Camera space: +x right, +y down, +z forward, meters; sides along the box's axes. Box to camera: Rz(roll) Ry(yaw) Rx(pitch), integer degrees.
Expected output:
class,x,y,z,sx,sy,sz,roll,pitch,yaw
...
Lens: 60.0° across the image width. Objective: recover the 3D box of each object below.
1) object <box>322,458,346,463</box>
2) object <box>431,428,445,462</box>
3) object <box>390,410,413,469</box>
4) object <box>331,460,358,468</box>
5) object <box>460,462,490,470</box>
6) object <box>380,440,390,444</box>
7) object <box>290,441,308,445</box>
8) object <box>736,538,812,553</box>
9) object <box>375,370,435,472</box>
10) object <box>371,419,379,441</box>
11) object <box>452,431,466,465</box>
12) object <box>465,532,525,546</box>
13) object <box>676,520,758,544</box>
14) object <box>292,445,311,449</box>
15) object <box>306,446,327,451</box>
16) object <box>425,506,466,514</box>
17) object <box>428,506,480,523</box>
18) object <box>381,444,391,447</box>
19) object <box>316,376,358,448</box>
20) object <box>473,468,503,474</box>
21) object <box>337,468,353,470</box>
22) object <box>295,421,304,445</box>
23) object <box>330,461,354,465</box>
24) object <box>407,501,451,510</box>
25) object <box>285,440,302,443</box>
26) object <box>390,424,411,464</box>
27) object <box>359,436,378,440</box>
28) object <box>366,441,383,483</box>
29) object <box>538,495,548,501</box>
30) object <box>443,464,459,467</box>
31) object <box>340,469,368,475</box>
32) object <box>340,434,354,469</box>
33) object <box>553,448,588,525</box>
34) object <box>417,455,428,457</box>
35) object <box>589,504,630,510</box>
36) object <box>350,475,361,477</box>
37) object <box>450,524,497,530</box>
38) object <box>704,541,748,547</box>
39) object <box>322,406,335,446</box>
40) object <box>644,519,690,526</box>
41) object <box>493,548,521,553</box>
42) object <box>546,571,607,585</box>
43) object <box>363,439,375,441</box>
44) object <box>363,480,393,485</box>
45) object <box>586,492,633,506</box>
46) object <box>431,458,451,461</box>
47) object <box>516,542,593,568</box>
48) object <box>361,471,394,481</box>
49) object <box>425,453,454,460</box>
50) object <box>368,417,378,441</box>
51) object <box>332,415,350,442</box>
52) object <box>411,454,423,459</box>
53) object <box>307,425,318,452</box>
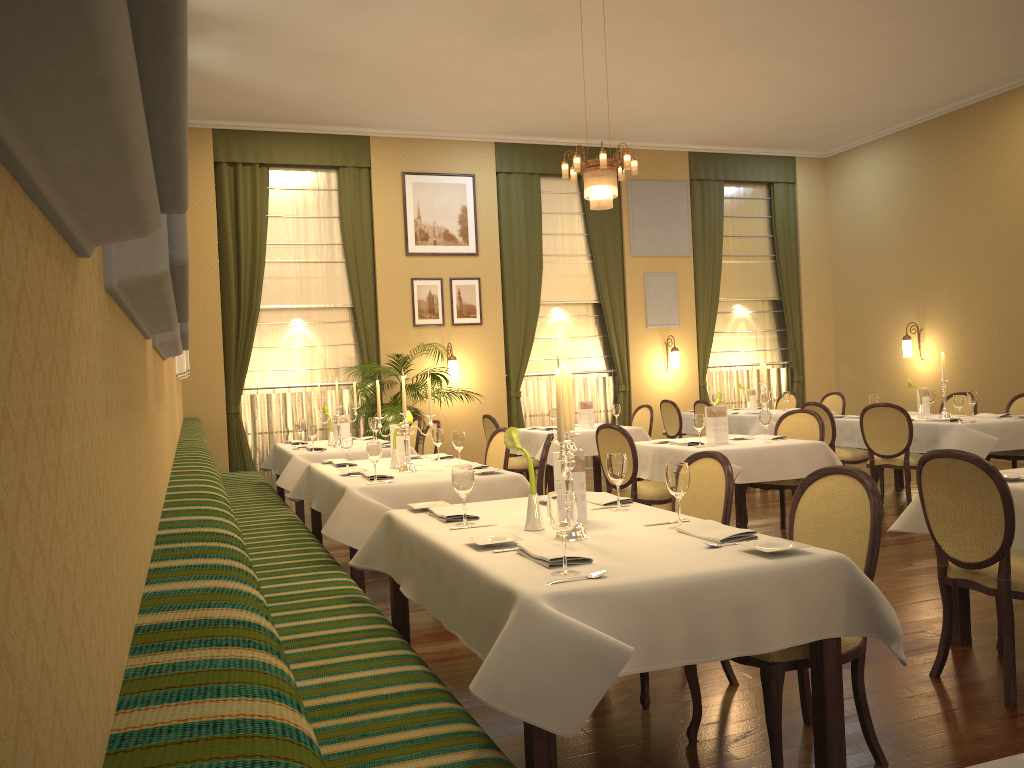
class,x,y,z,sx,sy,sz,roll,pitch,yaw
object,-1.285,0.559,6.399,0.160,0.024,0.160,-3,0,-20
object,-0.509,0.421,6.108,0.088,0.229,0.088,-2,1,28
object,-0.722,0.361,5.768,0.163,0.375,0.076,-3,0,2
object,-1.164,0.553,6.156,0.142,0.033,0.273,-3,0,-20
object,-0.247,0.515,5.494,0.142,0.033,0.273,-3,0,-20
object,-1.169,0.538,8.031,0.142,0.033,0.273,-3,0,-20
object,-2.086,0.576,8.693,0.142,0.033,0.273,-3,0,-20
object,0.782,0.491,2.650,0.160,0.024,0.160,-3,0,-20
object,-0.670,0.224,5.559,0.390,0.655,0.131,-3,0,-6
object,-1.260,0.440,8.200,0.088,0.229,0.088,-2,1,28
object,-0.337,0.417,5.663,0.088,0.229,0.088,-2,1,28
object,-0.058,0.529,2.970,0.160,0.024,0.160,-3,0,-20
object,0.677,0.491,2.952,0.142,0.033,0.273,-3,0,-20
object,-1.904,0.575,8.048,0.160,0.024,0.160,-3,0,-20
object,-1.720,0.566,7.794,0.142,0.033,0.273,-3,0,-20
object,-0.283,0.537,3.777,0.181,0.015,0.038,-3,0,-19
object,-0.241,0.530,3.615,0.142,0.033,0.273,-3,0,-20
object,-1.064,0.538,7.728,0.160,0.024,0.160,-3,0,-20
object,-1.573,0.247,8.018,0.390,0.655,0.131,-3,0,-14
object,-0.142,0.515,5.191,0.160,0.024,0.160,-3,0,-20
object,-1.068,0.559,5.883,0.185,0.010,0.017,-3,0,-19
object,-2.032,0.474,8.495,0.088,0.229,0.088,-2,1,28
object,-1.206,0.560,6.318,0.181,0.015,0.038,-3,0,-19
object,-0.361,0.536,3.857,0.160,0.024,0.160,-3,0,-20
object,-2.207,0.583,8.936,0.160,0.024,0.160,-3,0,-20
object,-0.729,0.411,5.988,0.166,0.277,0.081,-2,1,31
object,-1.444,0.548,8.940,0.142,0.024,0.273,-3,0,-20
object,-0.779,0.443,5.035,0.088,0.229,0.088,-2,1,28
object,0.188,0.509,3.897,0.160,0.024,0.160,-3,0,-20
object,-0.360,0.526,5.764,0.185,0.010,0.017,-3,0,-20
object,-0.982,0.552,5.512,0.160,0.024,0.160,-3,0,-20
object,-1.110,0.451,5.958,0.088,0.229,0.088,-3,1,22
object,0.242,0.386,3.316,0.081,0.277,0.166,-2,1,41
object,-0.647,0.531,6.590,0.181,0.015,0.038,-3,0,-19
object,0.404,0.507,3.661,0.185,0.010,0.017,-3,0,-20
object,-0.896,0.555,5.409,0.185,0.010,0.017,-3,0,-19
object,-0.144,0.536,3.342,0.185,0.010,0.017,-3,0,-19
object,0.683,0.499,2.780,0.181,0.015,0.038,-3,0,-19
object,-1.718,0.388,8.316,0.076,0.375,0.163,-3,1,-33
object,0.564,0.503,3.223,0.185,0.010,0.017,-3,0,-20
object,0.028,0.532,2.868,0.185,0.010,0.017,-3,0,-19
object,0.175,0.526,2.410,0.181,0.015,0.038,-3,0,-19
object,-1.442,0.554,8.740,0.185,0.010,0.017,-3,0,-20
object,-0.749,0.550,4.951,0.181,0.015,0.038,-3,0,-19
object,0.402,0.501,3.862,0.142,0.024,0.273,-3,0,-20
object,-0.520,0.531,6.203,0.185,0.010,0.017,-3,0,-20
object,0.126,0.519,2.716,0.142,0.033,0.273,-3,0,-20
object,-0.798,0.543,5.257,0.142,0.033,0.273,-3,0,-20
object,-0.522,0.524,6.403,0.142,0.024,0.273,-3,0,-20
object,-1.356,0.441,8.667,0.088,0.229,0.088,-2,1,28
object,-1.628,0.434,8.425,0.166,0.277,0.081,-3,0,-4
object,-0.735,0.533,6.438,0.160,0.024,0.160,-3,0,-20
object,-1.701,0.466,7.572,0.088,0.229,0.088,-2,1,28
